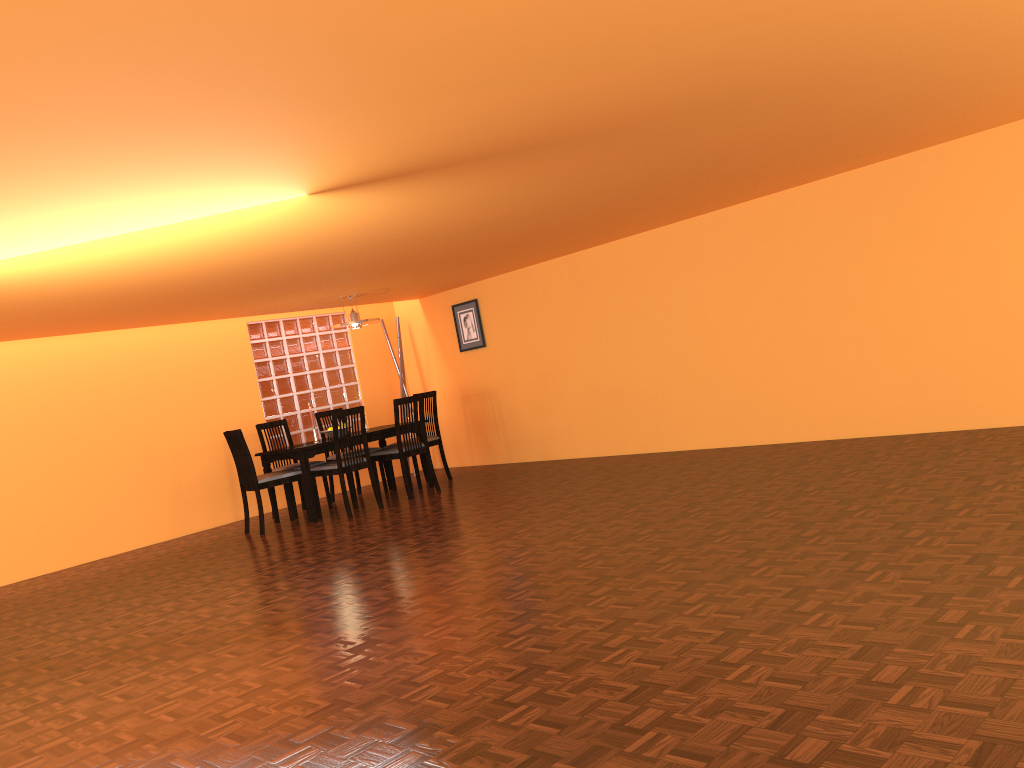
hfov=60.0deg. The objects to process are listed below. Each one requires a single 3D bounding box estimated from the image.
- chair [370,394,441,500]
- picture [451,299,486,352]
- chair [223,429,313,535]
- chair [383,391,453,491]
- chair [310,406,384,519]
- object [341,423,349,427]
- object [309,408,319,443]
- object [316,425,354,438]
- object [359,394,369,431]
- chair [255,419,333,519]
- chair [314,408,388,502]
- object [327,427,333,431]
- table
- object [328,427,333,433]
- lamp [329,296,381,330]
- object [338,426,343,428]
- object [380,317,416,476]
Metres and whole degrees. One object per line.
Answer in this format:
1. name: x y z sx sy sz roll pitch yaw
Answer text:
1. chair: -0.898 0.521 7.233 0.373 0.809 0.465 -12 2 -44
2. picture: -0.411 -0.547 8.369 0.014 0.456 0.361 -12 2 -44
3. chair: -1.875 0.713 6.797 0.465 0.809 0.373 -12 2 -39
4. chair: -0.843 0.499 7.811 0.373 0.809 0.465 -10 2 41
5. chair: -1.303 0.605 6.831 0.373 0.809 0.465 -12 2 -44
6. object: -1.382 0.355 7.309 0.069 0.066 0.069 -11 1 -34
7. object: -1.576 0.304 7.014 0.044 0.326 0.044 -10 1 34
8. object: -1.425 0.400 7.257 0.337 0.072 0.337 -10 1 12
9. object: -1.253 0.235 7.452 0.044 0.326 0.044 -10 1 34
10. chair: -1.829 0.692 7.381 0.373 0.809 0.465 -12 2 -44
11. chair: -1.424 0.608 7.783 0.373 0.809 0.465 -12 2 -44
12. object: -1.468 0.393 7.260 0.087 0.076 0.089 -12 1 -38
13. table: -1.327 0.715 7.284 1.259 0.584 0.697 -12 2 -44
14. object: -1.463 0.374 7.166 0.046 0.046 0.055 -10 1 29
15. lamp: -1.341 -0.603 7.480 0.435 0.274 0.435 -11 1 -22
16. object: -1.376 0.369 7.230 0.055 0.070 0.066 -10 1 27
17. object: -1.045 0.123 8.788 0.226 1.589 0.308 -11 1 -22
